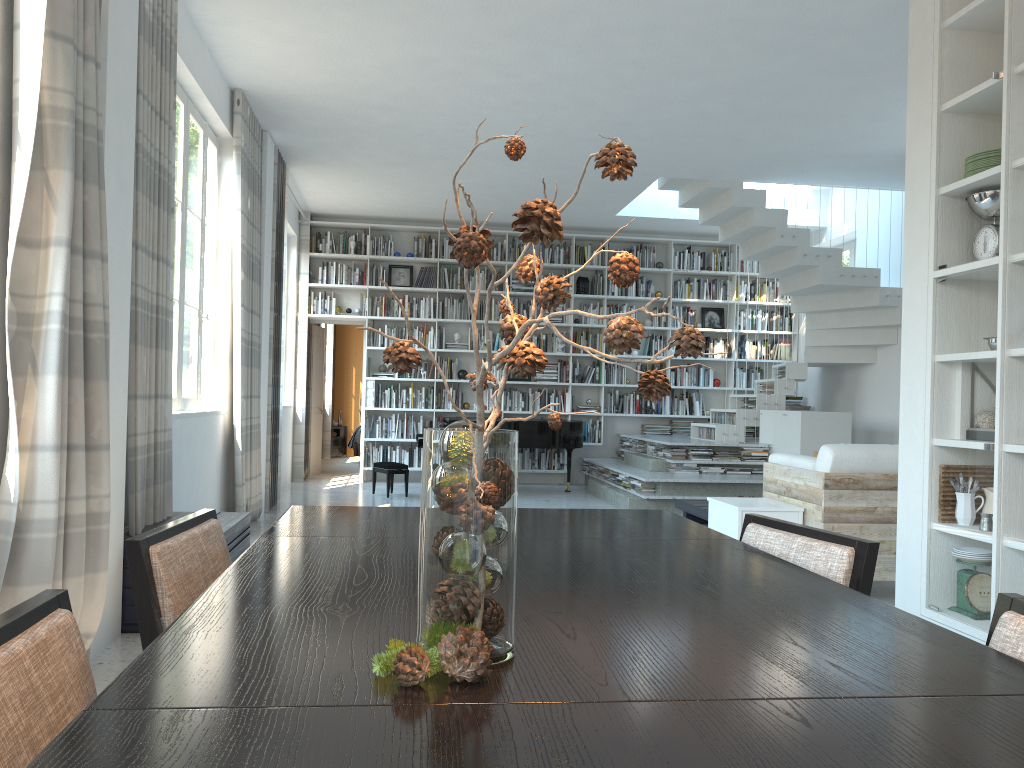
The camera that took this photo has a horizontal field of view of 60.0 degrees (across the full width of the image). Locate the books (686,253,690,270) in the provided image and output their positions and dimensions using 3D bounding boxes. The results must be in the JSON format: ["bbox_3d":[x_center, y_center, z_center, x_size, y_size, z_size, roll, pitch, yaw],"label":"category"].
[{"bbox_3d":[2.250,-1.551,11.393,0.030,0.231,0.148,2,-1,-7],"label":"books"}]

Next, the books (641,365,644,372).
[{"bbox_3d":[1.652,-0.114,11.323,0.015,0.262,0.149,2,0,-7],"label":"books"}]

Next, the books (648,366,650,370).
[{"bbox_3d":[1.723,-0.106,11.311,0.018,0.251,0.184,2,-1,-7],"label":"books"}]

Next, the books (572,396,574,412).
[{"bbox_3d":[0.758,0.254,11.220,0.030,0.210,0.136,2,-1,-7],"label":"books"}]

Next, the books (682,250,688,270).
[{"bbox_3d":[2.212,-1.575,11.387,0.048,0.278,0.150,2,0,-7],"label":"books"}]

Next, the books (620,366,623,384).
[{"bbox_3d":[1.381,-0.109,11.286,0.015,0.238,0.176,2,-1,-7],"label":"books"}]

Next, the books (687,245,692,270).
[{"bbox_3d":[2.274,-1.601,11.386,0.014,0.332,0.180,2,0,-7],"label":"books"}]

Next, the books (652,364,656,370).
[{"bbox_3d":[1.810,-0.115,11.331,0.006,0.274,0.173,2,-1,-7],"label":"books"}]

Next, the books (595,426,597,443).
[{"bbox_3d":[1.042,0.632,11.134,0.011,0.212,0.178,2,-1,-7],"label":"books"}]

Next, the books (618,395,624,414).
[{"bbox_3d":[1.366,0.260,11.281,0.065,0.231,0.162,2,-1,-7],"label":"books"}]

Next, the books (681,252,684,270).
[{"bbox_3d":[2.172,-1.562,11.399,0.027,0.249,0.140,2,0,-7],"label":"books"}]

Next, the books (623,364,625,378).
[{"bbox_3d":[1.409,-0.119,11.291,0.014,0.261,0.142,2,0,-7],"label":"books"}]

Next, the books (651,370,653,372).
[{"bbox_3d":[1.780,-0.077,11.328,0.015,0.195,0.175,2,-1,-7],"label":"books"}]

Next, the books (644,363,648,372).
[{"bbox_3d":[1.708,-0.123,11.336,0.007,0.285,0.159,2,0,-7],"label":"books"}]

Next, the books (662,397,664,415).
[{"bbox_3d":[1.911,0.262,11.343,0.026,0.258,0.156,2,-1,-7],"label":"books"}]

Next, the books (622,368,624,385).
[{"bbox_3d":[1.395,-0.093,11.284,0.014,0.207,0.180,2,-1,-7],"label":"books"}]

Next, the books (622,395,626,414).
[{"bbox_3d":[1.423,0.261,11.299,0.029,0.234,0.142,2,-1,-7],"label":"books"}]

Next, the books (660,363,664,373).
[{"bbox_3d":[1.916,-0.123,11.341,0.007,0.295,0.162,2,0,-7],"label":"books"}]

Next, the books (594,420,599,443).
[{"bbox_3d":[1.058,0.596,11.144,0.021,0.285,0.172,2,-1,-7],"label":"books"}]

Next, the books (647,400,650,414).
[{"bbox_3d":[1.722,0.296,11.324,0.025,0.181,0.169,2,-1,-7],"label":"books"}]

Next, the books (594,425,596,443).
[{"bbox_3d":[1.028,0.625,11.150,0.012,0.225,0.149,2,-1,-7],"label":"books"}]

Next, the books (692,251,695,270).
[{"bbox_3d":[2.317,-1.565,11.394,0.014,0.262,0.168,2,-1,-7],"label":"books"}]

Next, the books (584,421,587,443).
[{"bbox_3d":[0.923,0.603,11.136,0.005,0.264,0.162,2,-1,-7],"label":"books"}]

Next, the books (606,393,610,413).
[{"bbox_3d":[1.218,0.245,11.266,0.012,0.254,0.161,2,-1,-7],"label":"books"}]

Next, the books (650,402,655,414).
[{"bbox_3d":[1.780,0.255,11.328,0.070,0.266,0.186,2,-1,-7],"label":"books"}]

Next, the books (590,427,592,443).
[{"bbox_3d":[0.989,0.636,11.153,0.013,0.202,0.139,2,-1,-7],"label":"books"}]

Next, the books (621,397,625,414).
[{"bbox_3d":[1.404,0.269,11.286,0.011,0.217,0.175,2,-1,-7],"label":"books"}]

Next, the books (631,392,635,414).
[{"bbox_3d":[1.543,0.239,11.315,0.012,0.285,0.159,2,0,-7],"label":"books"}]

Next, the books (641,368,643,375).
[{"bbox_3d":[1.638,-0.091,11.307,0.016,0.215,0.177,2,-1,-7],"label":"books"}]

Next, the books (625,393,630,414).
[{"bbox_3d":[1.469,0.245,11.298,0.014,0.268,0.171,2,-1,-7],"label":"books"}]

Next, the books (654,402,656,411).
[{"bbox_3d":[1.820,0.242,11.343,0.013,0.294,0.134,2,0,-7],"label":"books"}]

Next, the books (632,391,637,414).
[{"bbox_3d":[1.558,0.235,11.294,0.012,0.293,0.175,2,-1,-7],"label":"books"}]

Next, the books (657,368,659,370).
[{"bbox_3d":[1.854,-0.093,11.349,0.021,0.231,0.155,2,-1,-7],"label":"books"}]

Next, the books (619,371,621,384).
[{"bbox_3d":[1.357,-0.080,11.291,0.013,0.179,0.140,2,-1,-7],"label":"books"}]

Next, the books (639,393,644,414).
[{"bbox_3d":[1.651,0.253,11.313,0.026,0.262,0.173,2,-1,-7],"label":"books"}]

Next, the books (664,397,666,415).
[{"bbox_3d":[1.936,0.256,11.347,0.025,0.272,0.171,2,-1,-7],"label":"books"}]

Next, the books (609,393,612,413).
[{"bbox_3d":[1.238,0.241,11.249,0.023,0.262,0.186,2,-1,-7],"label":"books"}]

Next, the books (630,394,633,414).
[{"bbox_3d":[1.502,0.254,11.291,0.025,0.252,0.181,2,-1,-7],"label":"books"}]

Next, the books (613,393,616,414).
[{"bbox_3d":[1.285,0.245,11.256,0.023,0.256,0.178,2,-1,-7],"label":"books"}]

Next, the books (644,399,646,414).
[{"bbox_3d":[1.675,0.253,11.323,0.026,0.263,0.169,2,-1,-7],"label":"books"}]

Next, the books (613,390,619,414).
[{"bbox_3d":[1.312,0.227,11.259,0.030,0.294,0.188,2,-1,-7],"label":"books"}]

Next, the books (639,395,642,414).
[{"bbox_3d":[1.625,0.262,11.327,0.021,0.242,0.131,2,0,-7],"label":"books"}]

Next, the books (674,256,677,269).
[{"bbox_3d":[2.075,-1.532,11.355,0.022,0.182,0.190,2,-1,-7],"label":"books"}]

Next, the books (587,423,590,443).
[{"bbox_3d":[0.946,0.613,11.130,0.014,0.246,0.176,2,-1,-7],"label":"books"}]

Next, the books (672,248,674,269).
[{"bbox_3d":[2.035,-1.588,11.370,0.028,0.294,0.150,2,0,-7],"label":"books"}]

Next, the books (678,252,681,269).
[{"bbox_3d":[2.124,-1.560,11.368,0.026,0.242,0.184,2,-1,-7],"label":"books"}]

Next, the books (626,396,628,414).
[{"bbox_3d":[1.450,0.264,11.298,0.024,0.228,0.159,2,-1,-7],"label":"books"}]

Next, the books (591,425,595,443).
[{"bbox_3d":[1.012,0.625,11.131,0.026,0.225,0.175,2,-1,-7],"label":"books"}]

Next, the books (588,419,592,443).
[{"bbox_3d":[0.968,0.586,11.152,0.032,0.300,0.149,2,0,-7],"label":"books"}]

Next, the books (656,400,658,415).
[{"bbox_3d":[1.836,0.257,11.345,0.021,0.264,0.150,2,0,-7],"label":"books"}]

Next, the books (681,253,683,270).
[{"bbox_3d":[2.148,-1.554,11.379,0.024,0.231,0.168,2,-1,-7],"label":"books"}]

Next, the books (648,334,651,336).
[{"bbox_3d":[1.763,-0.491,11.348,0.016,0.290,0.135,2,0,-7],"label":"books"}]

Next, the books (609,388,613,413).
[{"bbox_3d":[1.255,0.214,11.252,0.010,0.316,0.187,2,0,-7],"label":"books"}]

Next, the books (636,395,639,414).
[{"bbox_3d":[1.578,0.260,11.300,0.031,0.244,0.184,2,-1,-7],"label":"books"}]

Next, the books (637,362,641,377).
[{"bbox_3d":[1.620,-0.128,11.333,0.016,0.289,0.131,2,0,-7],"label":"books"}]

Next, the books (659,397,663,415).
[{"bbox_3d":[1.886,0.277,11.334,0.025,0.228,0.175,2,-1,-7],"label":"books"}]

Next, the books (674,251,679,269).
[{"bbox_3d":[2.098,-1.565,11.369,0.025,0.250,0.178,2,-1,-7],"label":"books"}]

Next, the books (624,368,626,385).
[{"bbox_3d":[1.422,-0.114,11.293,0.013,0.251,0.172,2,-1,-7],"label":"books"}]

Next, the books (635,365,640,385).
[{"bbox_3d":[1.604,-0.110,11.318,0.019,0.251,0.130,2,0,-7],"label":"books"}]
